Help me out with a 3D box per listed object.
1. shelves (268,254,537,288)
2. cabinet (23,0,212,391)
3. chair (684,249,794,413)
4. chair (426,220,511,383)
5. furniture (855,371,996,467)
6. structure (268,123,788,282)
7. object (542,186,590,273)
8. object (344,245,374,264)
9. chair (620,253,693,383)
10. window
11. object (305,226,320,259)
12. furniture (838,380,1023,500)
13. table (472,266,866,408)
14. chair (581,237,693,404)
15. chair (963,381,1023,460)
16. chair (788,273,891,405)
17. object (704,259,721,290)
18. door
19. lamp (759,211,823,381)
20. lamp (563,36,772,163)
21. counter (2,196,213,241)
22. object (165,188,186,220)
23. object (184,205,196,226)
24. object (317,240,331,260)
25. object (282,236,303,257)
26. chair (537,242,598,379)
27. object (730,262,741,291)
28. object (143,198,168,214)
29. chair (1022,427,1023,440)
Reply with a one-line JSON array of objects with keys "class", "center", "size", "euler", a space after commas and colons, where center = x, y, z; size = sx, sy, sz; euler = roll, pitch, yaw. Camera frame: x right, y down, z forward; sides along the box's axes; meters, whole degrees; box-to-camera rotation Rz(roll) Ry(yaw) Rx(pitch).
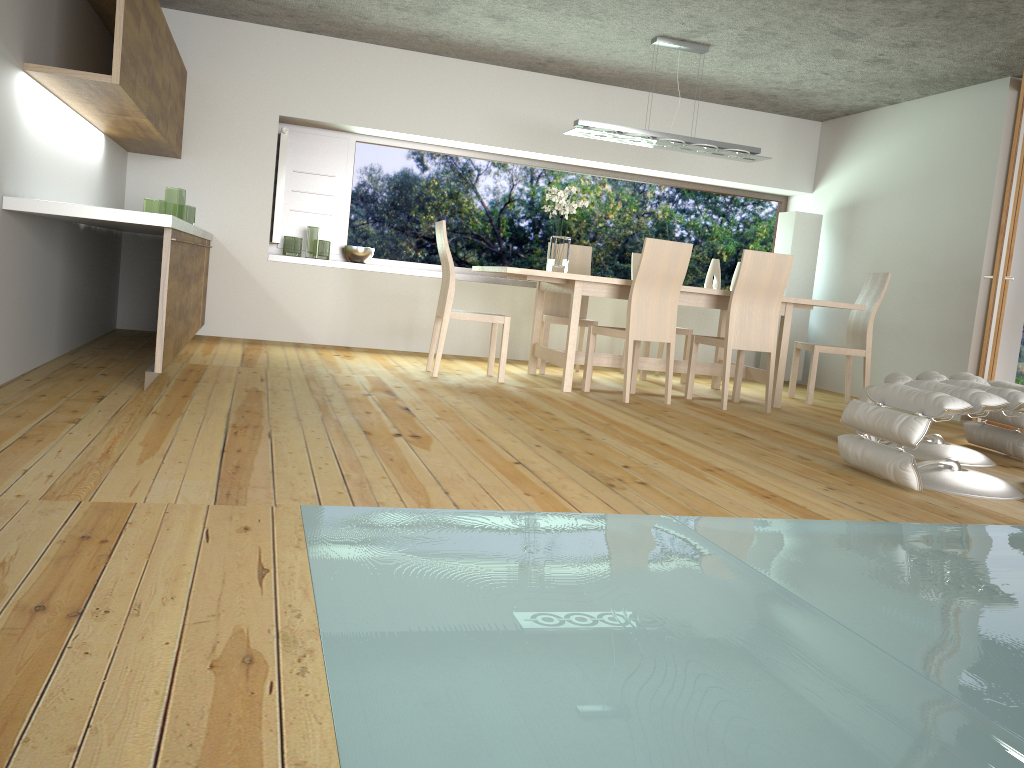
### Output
[{"class": "shelves", "center": [0.328, -0.877, 7.952], "size": [4.867, 0.054, 0.405], "euler": [4, 7, -16]}, {"class": "cabinet", "center": [-2.219, -1.186, 5.366], "size": [0.655, 1.999, 3.102], "euler": [4, 6, -16]}, {"class": "chair", "center": [1.490, -0.357, 5.828], "size": [0.404, 1.014, 0.508], "euler": [4, 5, -17]}, {"class": "chair", "center": [-0.290, -0.556, 5.965], "size": [0.506, 1.014, 0.405], "euler": [5, 5, -13]}, {"class": "furniture", "center": [2.165, 0.143, 4.607], "size": [0.687, 0.438, 0.570], "euler": [8, 6, 19]}, {"class": "structure", "center": [0.377, -1.417, 7.928], "size": [4.872, 1.151, 0.527], "euler": [4, 5, -16]}, {"class": "object", "center": [0.345, -1.062, 6.080], "size": [0.304, 0.606, 0.303], "euler": [5, 5, -13]}, {"class": "object", "center": [-1.288, -1.083, 7.452], "size": [0.247, 0.136, 0.247], "euler": [8, 6, 19]}, {"class": "chair", "center": [1.199, -0.554, 7.302], "size": [0.404, 1.014, 0.508], "euler": [4, 5, -18]}, {"class": "window", "center": [0.605, -1.456, 8.212], "size": [4.184, 0.976, 0.013], "euler": [4, 5, -16]}, {"class": "object", "center": [-1.635, -1.158, 7.264], "size": [0.099, 0.258, 0.100], "euler": [5, 5, -12]}, {"class": "furniture", "center": [1.842, 0.204, 3.776], "size": [0.685, 0.438, 0.571], "euler": [5, 6, -10]}, {"class": "table", "center": [1.013, -0.331, 6.319], "size": [2.499, 0.754, 1.204], "euler": [4, 6, -13]}, {"class": "chair", "center": [0.803, -0.412, 5.689], "size": [0.404, 1.014, 0.508], "euler": [3, 6, -27]}, {"class": "chair", "center": [3.088, -0.060, 4.883], "size": [0.913, 0.966, 0.571], "euler": [5, 5, -6]}, {"class": "chair", "center": [2.456, -0.352, 6.667], "size": [0.506, 1.014, 0.405], "euler": [6, 5, -3]}, {"class": "object", "center": [1.888, -0.979, 8.316], "size": [0.153, 0.383, 0.154], "euler": [4, 5, -20]}, {"class": "door", "center": [3.274, -0.902, 5.899], "size": [0.163, 2.412, 0.935], "euler": [9, 6, 28]}, {"class": "lamp", "center": [2.535, -0.798, 8.075], "size": [0.280, 1.496, 0.281], "euler": [4, 5, -16]}, {"class": "lamp", "center": [1.144, -2.035, 6.244], "size": [1.489, 0.717, 0.291], "euler": [4, 5, -16]}, {"class": "counter", "center": [-2.218, -0.946, 5.293], "size": [0.652, 0.054, 3.296], "euler": [4, 7, -16]}, {"class": "object", "center": [-2.255, -1.178, 5.925], "size": [0.099, 0.258, 0.099], "euler": [7, 5, 8]}, {"class": "object", "center": [-2.266, -1.153, 6.124], "size": [0.112, 0.160, 0.112], "euler": [7, 5, 8]}, {"class": "object", "center": [-1.592, -1.123, 7.417], "size": [0.111, 0.160, 0.112], "euler": [3, 6, -31]}, {"class": "object", "center": [-1.802, -1.129, 7.283], "size": [0.111, 0.160, 0.112], "euler": [8, 6, 23]}, {"class": "chair", "center": [0.440, -0.591, 6.936], "size": [0.404, 1.014, 0.507], "euler": [5, 5, -5]}, {"class": "object", "center": [2.150, -0.960, 8.392], "size": [0.153, 0.383, 0.154], "euler": [4, 5, -20]}, {"class": "object", "center": [-2.315, -1.116, 5.756], "size": [0.111, 0.160, 0.112], "euler": [7, 5, 8]}, {"class": "chair", "center": [2.764, 0.037, 3.735], "size": [0.914, 0.966, 0.571], "euler": [7, 5, 9]}]
